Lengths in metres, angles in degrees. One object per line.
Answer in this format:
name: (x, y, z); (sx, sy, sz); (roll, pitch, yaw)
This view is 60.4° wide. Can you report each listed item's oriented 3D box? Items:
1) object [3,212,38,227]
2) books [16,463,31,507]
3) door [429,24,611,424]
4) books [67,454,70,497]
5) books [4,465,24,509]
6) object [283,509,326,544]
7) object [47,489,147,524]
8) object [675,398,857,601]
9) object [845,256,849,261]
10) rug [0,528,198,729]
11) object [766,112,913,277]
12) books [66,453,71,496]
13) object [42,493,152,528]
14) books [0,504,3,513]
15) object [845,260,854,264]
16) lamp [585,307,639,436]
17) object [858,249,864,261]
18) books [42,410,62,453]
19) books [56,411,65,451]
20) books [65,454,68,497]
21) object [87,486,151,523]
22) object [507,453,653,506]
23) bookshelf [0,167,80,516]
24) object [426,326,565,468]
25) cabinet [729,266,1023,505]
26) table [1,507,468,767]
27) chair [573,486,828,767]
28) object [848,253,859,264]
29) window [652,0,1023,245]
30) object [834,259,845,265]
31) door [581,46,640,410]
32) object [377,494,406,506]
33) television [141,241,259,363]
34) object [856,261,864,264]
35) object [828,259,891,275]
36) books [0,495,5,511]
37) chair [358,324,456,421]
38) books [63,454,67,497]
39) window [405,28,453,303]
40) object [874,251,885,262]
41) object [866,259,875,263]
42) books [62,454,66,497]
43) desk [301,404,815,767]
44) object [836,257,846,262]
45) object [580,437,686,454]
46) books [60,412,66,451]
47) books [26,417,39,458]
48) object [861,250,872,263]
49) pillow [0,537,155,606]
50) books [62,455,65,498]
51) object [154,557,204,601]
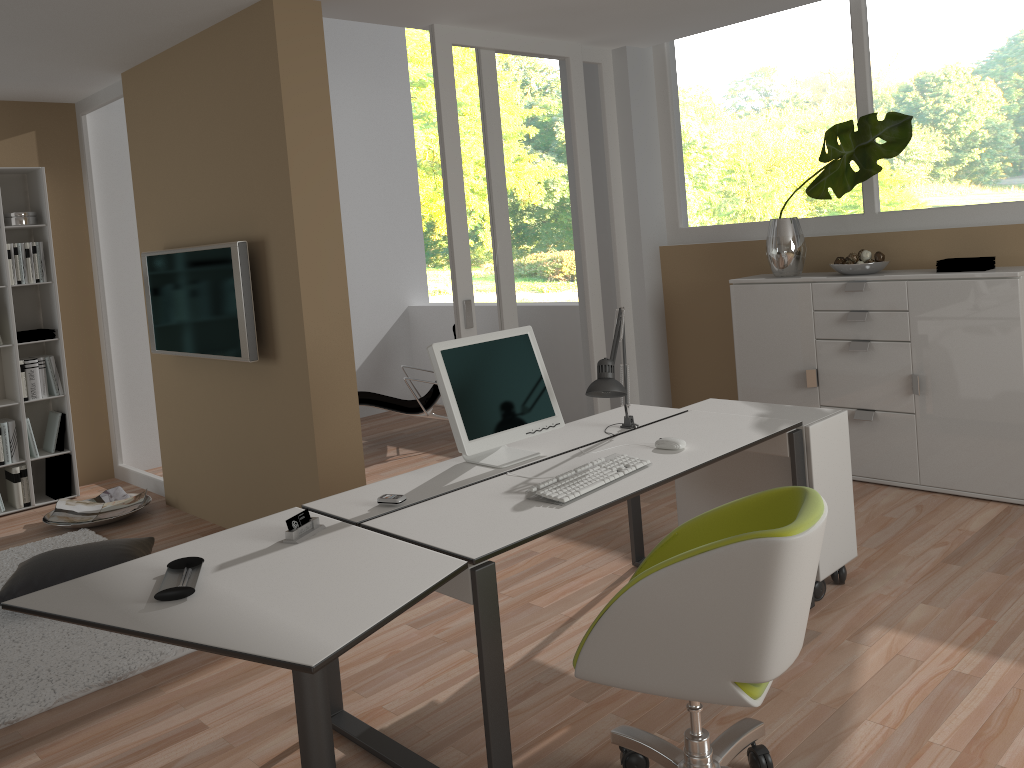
object: (-3.159, -1.055, 5.656); (0.191, 0.089, 0.194); (-5, 8, -1)
books: (-3.120, 0.633, 5.592); (0.040, 0.257, 0.207); (-7, 6, -43)
door: (0.109, -0.744, 5.196); (1.198, 2.630, 0.060); (-8, 4, -43)
books: (-2.937, 0.588, 5.772); (0.032, 0.267, 0.211); (-7, 6, -43)
books: (-3.146, 0.641, 5.561); (0.040, 0.257, 0.207); (-7, 6, -43)
object: (-0.566, 0.384, 2.395); (0.049, 0.055, 0.132); (-3, 9, 22)
object: (-2.443, 0.734, 5.199); (0.500, 0.096, 0.346); (-7, 9, -13)
object: (1.001, 0.443, 3.536); (0.311, 0.671, 0.622); (-8, 7, -43)
object: (1.849, -0.671, 4.832); (0.054, 0.063, 0.057); (-4, 6, 6)
rug: (-2.196, 1.009, 3.714); (1.465, 0.045, 2.027); (-14, 13, -42)
object: (1.780, -1.019, 4.786); (0.858, 0.839, 0.267); (1, 6, 44)
books: (-2.933, 0.585, 5.776); (0.032, 0.272, 0.219); (-7, 6, -43)
object: (-2.435, 0.764, 5.187); (0.583, 0.063, 0.593); (-1, 10, 21)
books: (-3.237, 0.664, 5.475); (0.058, 0.256, 0.208); (-8, 6, -43)
object: (1.792, -0.624, 4.668); (0.052, 0.065, 0.056); (-8, 6, -30)
lamp: (0.357, 0.013, 3.152); (0.140, 0.525, 0.546); (-4, 6, 12)
object: (1.903, -0.696, 4.771); (0.053, 0.070, 0.053); (-9, 6, -37)
books: (-3.009, 0.311, 5.759); (0.086, 0.244, 0.207); (-8, 6, -43)
books: (-2.982, 0.307, 5.781); (0.043, 0.241, 0.219); (-7, 6, -43)
books: (-2.944, 0.588, 5.763); (0.032, 0.270, 0.216); (-7, 6, -43)
object: (-2.417, 0.736, 5.244); (0.346, 0.096, 0.499); (-13, 12, -43)
object: (0.153, 0.296, 2.752); (0.387, 0.079, 0.461); (3, 12, 41)
bookshelf: (-3.390, -0.249, 5.443); (1.048, 2.127, 0.332); (-9, 5, -43)
object: (-0.050, 0.042, 3.032); (0.471, 0.428, 0.197); (-11, 7, -43)
cabinet: (1.950, -0.050, 4.705); (0.420, 1.076, 1.524); (-8, 7, -43)
table: (-0.570, 0.811, 2.075); (0.926, 0.682, 0.819); (2, 9, 44)
chair: (0.454, 0.670, 2.073); (0.597, 0.804, 0.629); (-3, 6, 22)
object: (1.823, -0.670, 4.696); (0.053, 0.063, 0.056); (-2, 7, 31)
window: (2.244, -1.714, 4.647); (0.045, 1.783, 3.638); (-7, 8, -43)
object: (1.773, -0.648, 4.767); (0.056, 0.061, 0.055); (-5, 6, 0)
door: (0.332, -0.812, 5.488); (1.198, 2.630, 0.045); (-8, 4, -43)
object: (-0.356, 0.342, 2.604); (0.084, 0.021, 0.048); (0, 9, 26)
television: (-1.656, -0.428, 4.599); (0.055, 0.574, 1.175); (-7, 8, -43)
object: (1.848, -0.619, 4.664); (0.054, 0.065, 0.053); (-1, 7, 37)
object: (1.868, -0.624, 4.726); (0.313, 0.063, 0.318); (-3, 9, 12)
books: (-3.236, 0.658, 5.499); (0.058, 0.256, 0.207); (-8, 6, -43)
chair: (-0.959, 0.033, 6.504); (1.435, 0.819, 0.699); (-6, 6, -8)
books: (-2.952, 0.589, 5.762); (0.032, 0.269, 0.214); (-7, 6, -43)
window: (2.988, -3.292, 11.751); (12.047, 5.916, 2.099); (0, 5, 30)
object: (1.927, -0.662, 4.615); (0.053, 0.067, 0.053); (-9, 6, -35)
object: (1.889, -0.626, 4.632); (0.054, 0.063, 0.057); (-2, 6, 24)
books: (-2.955, 0.590, 5.759); (0.032, 0.269, 0.214); (-7, 6, -43)
desk: (0.236, 0.593, 2.964); (1.618, 0.681, 0.805); (-13, 10, -43)
object: (1.798, -0.664, 4.814); (0.056, 0.064, 0.053); (-2, 6, 26)
object: (0.406, 0.229, 3.014); (0.370, 0.079, 0.142); (-1, 9, 25)
books: (-2.976, 0.308, 5.787); (0.043, 0.236, 0.211); (-7, 6, -43)
books: (-3.097, 0.336, 5.630); (0.060, 0.258, 0.207); (-8, 6, -43)
object: (1.877, -0.676, 4.667); (0.051, 0.066, 0.056); (-7, 6, -20)
pillow: (-1.963, 0.843, 3.994); (0.611, 0.208, 0.586); (-8, 9, -18)
books: (-2.956, 0.593, 5.752); (0.032, 0.267, 0.211); (-7, 6, -43)
object: (-0.794, 0.464, 2.107); (0.090, 0.030, 0.218); (-7, 10, -13)
